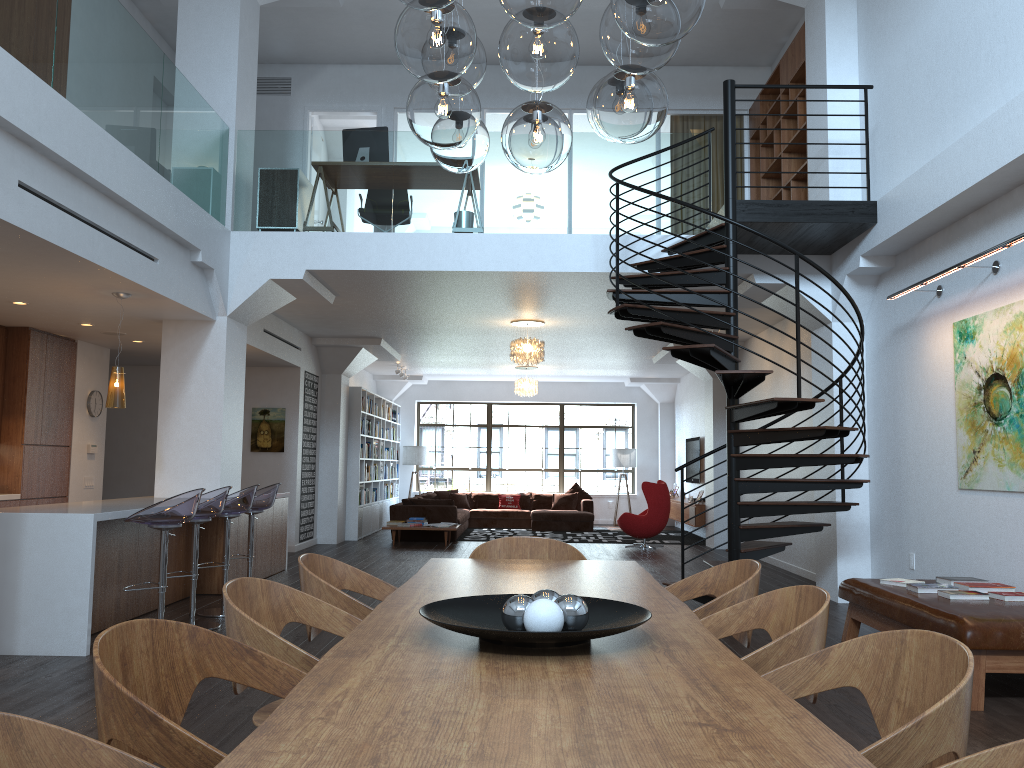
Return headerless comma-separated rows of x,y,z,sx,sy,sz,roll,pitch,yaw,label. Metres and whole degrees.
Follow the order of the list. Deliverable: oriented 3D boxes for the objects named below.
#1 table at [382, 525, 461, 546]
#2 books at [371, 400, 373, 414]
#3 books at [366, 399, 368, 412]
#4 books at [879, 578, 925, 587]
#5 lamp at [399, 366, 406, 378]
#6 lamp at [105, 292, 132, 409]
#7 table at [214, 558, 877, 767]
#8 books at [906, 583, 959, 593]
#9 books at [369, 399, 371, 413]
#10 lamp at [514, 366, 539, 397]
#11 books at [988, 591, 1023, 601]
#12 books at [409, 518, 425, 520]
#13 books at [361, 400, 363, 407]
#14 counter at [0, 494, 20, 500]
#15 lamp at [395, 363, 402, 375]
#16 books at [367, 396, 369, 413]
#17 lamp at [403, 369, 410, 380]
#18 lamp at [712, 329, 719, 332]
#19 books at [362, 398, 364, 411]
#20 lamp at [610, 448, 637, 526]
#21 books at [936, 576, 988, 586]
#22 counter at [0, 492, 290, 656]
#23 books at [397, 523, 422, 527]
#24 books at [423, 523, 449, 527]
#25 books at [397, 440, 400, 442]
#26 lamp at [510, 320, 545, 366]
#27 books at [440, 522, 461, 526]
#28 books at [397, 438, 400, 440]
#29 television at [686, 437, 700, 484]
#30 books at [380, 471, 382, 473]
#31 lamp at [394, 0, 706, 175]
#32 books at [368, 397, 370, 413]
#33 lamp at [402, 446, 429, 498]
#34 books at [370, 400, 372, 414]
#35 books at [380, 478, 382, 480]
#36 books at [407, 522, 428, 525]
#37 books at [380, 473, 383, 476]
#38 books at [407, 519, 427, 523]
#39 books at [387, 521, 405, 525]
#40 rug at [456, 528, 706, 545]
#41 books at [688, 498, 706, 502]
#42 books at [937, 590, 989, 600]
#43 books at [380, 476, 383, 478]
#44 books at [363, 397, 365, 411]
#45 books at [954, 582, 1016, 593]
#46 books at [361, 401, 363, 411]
-1.360,2.285,13.443,1.100,0.271,0.853,1,-5,1,table
-2.478,0.397,15.154,0.182,0.255,0.077,1,-5,1,books
-2.485,0.362,14.712,0.174,0.242,0.105,1,-5,1,books
2.528,1.286,5.748,0.161,0.031,0.223,3,-6,-21,books
-2.028,-0.224,16.330,0.120,0.211,0.111,5,-7,-40,lamp
-2.212,-0.607,8.023,0.149,1.807,2.842,-4,-7,40,lamp
0.055,1.018,2.225,1.012,0.750,3.803,1,-5,1,table
2.574,1.251,5.430,0.247,0.040,0.185,0,-5,4,books
-2.475,0.381,14.966,0.182,0.253,0.098,1,-5,1,books
0.263,-0.036,16.205,0.441,0.539,0.442,-4,-7,43,lamp
2.910,1.231,5.135,0.224,0.036,0.161,1,-5,-5,books
-1.465,2.089,13.744,0.224,0.027,0.157,0,-5,6,books
-2.499,0.334,14.244,0.167,0.210,0.162,1,-5,1,books
-5.099,0.885,6.424,0.600,0.050,4.387,1,-5,1,counter
-2.035,-0.271,15.826,0.111,0.211,0.120,-3,-6,35,lamp
-2.489,0.346,14.802,0.176,0.293,0.125,1,-5,1,books
-2.020,-0.176,16.846,0.120,0.211,0.111,3,-6,-25,lamp
2.436,-0.704,10.587,0.120,0.211,0.111,3,-6,-25,lamp
-2.487,0.336,14.343,0.161,0.222,0.084,1,-5,1,books
2.295,2.123,18.297,0.545,1.579,0.545,0,-5,12,lamp
2.935,1.289,5.783,0.254,0.044,0.183,1,-5,-4,books
-2.113,1.297,6.099,3.039,0.860,8.182,4,-6,-28,counter
-1.542,2.119,13.337,0.236,0.035,0.340,-2,-6,26,books
-1.140,2.121,13.322,0.342,0.040,0.231,-4,-7,41,books
-2.475,1.165,18.244,0.284,0.035,0.197,-2,-6,31,books
0.194,-0.505,11.166,0.441,0.539,0.442,-4,-7,43,lamp
-0.980,2.155,13.662,0.256,0.035,0.350,-2,-6,26,books
-2.474,1.131,18.247,0.284,0.033,0.197,-1,-6,16,books
3.272,1.383,16.053,0.013,0.816,1.324,1,-5,1,television
-2.502,1.617,16.272,0.231,0.044,0.168,1,-5,-4,books
0.089,-1.790,2.805,0.849,2.140,1.787,1,-5,0,lamp
-2.493,0.353,14.864,0.197,0.290,0.136,1,-5,1,books
-2.016,2.087,18.464,0.545,1.579,0.545,2,-5,-10,lamp
-2.478,0.393,15.052,0.174,0.243,0.085,1,-5,1,books
-2.511,1.734,16.248,0.246,0.038,0.171,1,-5,1,books
-1.466,2.156,13.736,0.312,0.037,0.216,2,-5,-9,books
-2.516,1.661,16.282,0.259,0.040,0.180,1,-5,1,books
-1.470,2.120,13.743,0.279,0.035,0.191,0,-5,11,books
-1.784,2.143,13.682,0.241,0.045,0.334,0,-5,2,books
1.168,2.631,15.411,4.200,0.007,3.100,0,-5,2,rug
3.181,1.989,15.220,0.250,0.053,0.400,1,-5,1,books
2.628,1.229,5.165,0.224,0.032,0.161,1,-5,1,books
-2.512,1.697,16.254,0.251,0.037,0.160,0,-5,6,books
-2.492,0.328,14.418,0.170,0.251,0.118,1,-5,1,books
2.912,1.257,5.466,0.283,0.043,0.197,1,-5,0,books
-2.490,0.335,14.309,0.161,0.218,0.101,1,-5,1,books
